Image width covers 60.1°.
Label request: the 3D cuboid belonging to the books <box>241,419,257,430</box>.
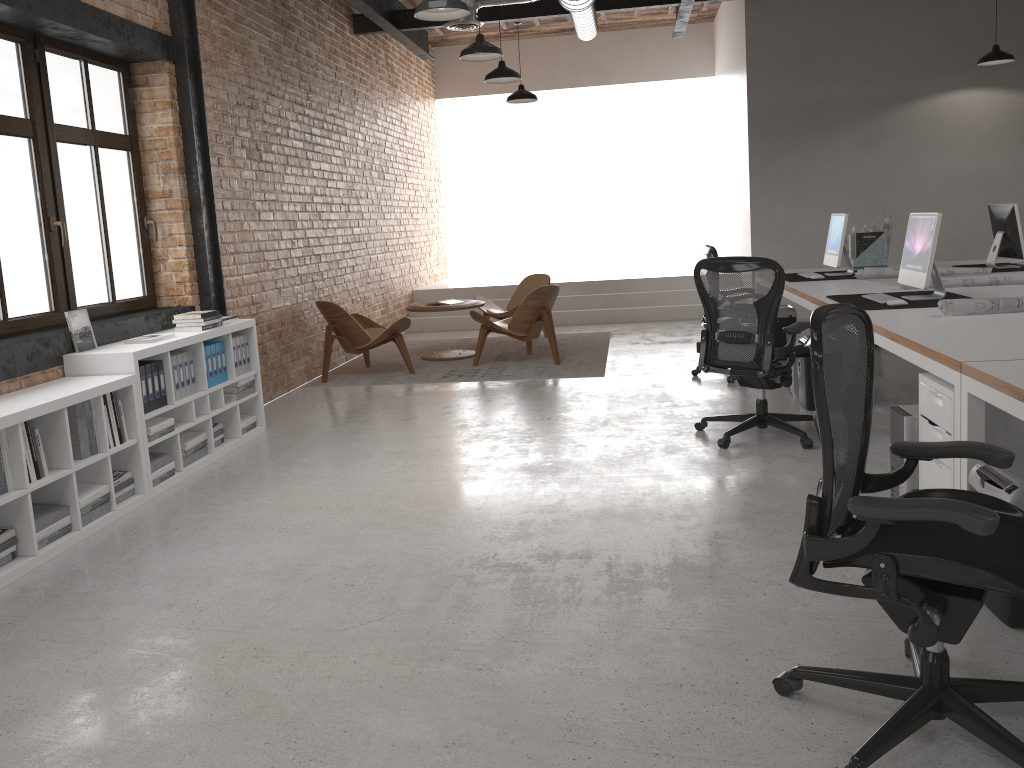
[{"bbox_3d":[-1.906,0.273,6.060,0.219,0.034,0.262,-2,10,8],"label":"books"}]

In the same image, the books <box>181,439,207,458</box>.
[{"bbox_3d":[-1.999,0.380,5.339,0.206,0.066,0.277,-2,10,8],"label":"books"}]

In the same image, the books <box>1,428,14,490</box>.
[{"bbox_3d":[-2.269,0.325,3.799,0.259,0.303,0.041,-2,8,13],"label":"books"}]

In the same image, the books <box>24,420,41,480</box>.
[{"bbox_3d":[-2.243,0.275,3.930,0.271,0.352,0.063,-2,8,13],"label":"books"}]

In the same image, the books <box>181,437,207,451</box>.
[{"bbox_3d":[-2.002,0.353,5.344,0.219,0.039,0.262,-2,10,8],"label":"books"}]

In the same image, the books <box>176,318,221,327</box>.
[{"bbox_3d":[-1.998,-0.393,5.647,0.191,0.022,0.244,-2,10,6],"label":"books"}]

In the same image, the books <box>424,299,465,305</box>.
[{"bbox_3d":[-0.703,-0.860,9.246,0.350,0.034,0.258,3,12,33],"label":"books"}]

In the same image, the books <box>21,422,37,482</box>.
[{"bbox_3d":[-2.247,0.281,3.901,0.259,0.350,0.071,-2,8,13],"label":"books"}]

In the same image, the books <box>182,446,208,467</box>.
[{"bbox_3d":[-2.003,0.432,5.339,0.217,0.071,0.292,-2,10,8],"label":"books"}]

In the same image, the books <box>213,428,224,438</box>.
[{"bbox_3d":[-2.001,0.327,5.644,0.222,0.055,0.284,-2,10,8],"label":"books"}]

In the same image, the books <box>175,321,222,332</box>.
[{"bbox_3d":[-2.002,-0.367,5.660,0.191,0.032,0.260,-2,10,10],"label":"books"}]

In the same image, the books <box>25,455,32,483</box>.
[{"bbox_3d":[-2.249,0.284,3.877,0.258,0.352,0.050,-2,8,13],"label":"books"}]

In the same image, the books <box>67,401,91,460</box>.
[{"bbox_3d":[-2.193,0.207,4.294,0.259,0.349,0.065,-2,8,13],"label":"books"}]

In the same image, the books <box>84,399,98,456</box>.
[{"bbox_3d":[-2.176,0.204,4.354,0.249,0.331,0.060,-2,8,13],"label":"books"}]

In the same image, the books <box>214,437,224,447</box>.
[{"bbox_3d":[-1.982,0.383,5.648,0.184,0.049,0.263,-2,10,8],"label":"books"}]

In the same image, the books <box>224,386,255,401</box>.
[{"bbox_3d":[-1.906,0.060,6.014,0.217,0.071,0.292,-2,10,8],"label":"books"}]

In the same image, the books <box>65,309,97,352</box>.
[{"bbox_3d":[-2.353,-0.294,4.838,0.065,0.222,0.162,-3,9,8],"label":"books"}]

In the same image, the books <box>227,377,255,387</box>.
[{"bbox_3d":[-1.905,-0.019,6.018,0.219,0.039,0.262,-2,10,8],"label":"books"}]

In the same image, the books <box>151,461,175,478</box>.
[{"bbox_3d":[-2.036,0.470,4.917,0.214,0.046,0.253,-2,10,8],"label":"books"}]

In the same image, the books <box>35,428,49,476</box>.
[{"bbox_3d":[-2.207,0.318,3.999,0.197,0.238,0.059,-2,8,13],"label":"books"}]

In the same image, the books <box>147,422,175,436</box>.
[{"bbox_3d":[-2.045,0.244,4.931,0.219,0.034,0.262,-2,10,8],"label":"books"}]

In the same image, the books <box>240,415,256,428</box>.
[{"bbox_3d":[-1.905,0.254,6.062,0.214,0.046,0.253,-2,10,8],"label":"books"}]

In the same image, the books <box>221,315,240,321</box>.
[{"bbox_3d":[-1.972,-0.435,5.925,0.202,0.011,0.253,-2,10,9],"label":"books"}]

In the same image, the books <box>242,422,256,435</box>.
[{"bbox_3d":[-1.902,0.300,6.055,0.206,0.061,0.276,-2,10,8],"label":"books"}]

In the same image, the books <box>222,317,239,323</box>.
[{"bbox_3d":[-1.965,-0.422,5.923,0.187,0.014,0.250,-2,10,6],"label":"books"}]

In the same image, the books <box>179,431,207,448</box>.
[{"bbox_3d":[-2.002,0.334,5.345,0.214,0.051,0.254,-2,10,8],"label":"books"}]

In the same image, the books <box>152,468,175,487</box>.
[{"bbox_3d":[-2.033,0.516,4.910,0.206,0.061,0.276,-2,10,8],"label":"books"}]

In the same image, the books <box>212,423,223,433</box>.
[{"bbox_3d":[-1.996,0.290,5.663,0.199,0.054,0.241,-2,10,8],"label":"books"}]

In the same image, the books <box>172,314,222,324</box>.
[{"bbox_3d":[-2.007,-0.416,5.654,0.211,0.022,0.260,-2,10,8],"label":"books"}]

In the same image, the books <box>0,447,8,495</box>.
[{"bbox_3d":[-2.274,0.321,3.743,0.249,0.331,0.060,-2,8,13],"label":"books"}]

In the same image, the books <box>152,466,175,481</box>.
[{"bbox_3d":[-2.037,0.489,4.915,0.219,0.034,0.262,-2,10,8],"label":"books"}]

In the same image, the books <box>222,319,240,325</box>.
[{"bbox_3d":[-1.962,-0.409,5.929,0.187,0.014,0.255,-2,10,8],"label":"books"}]

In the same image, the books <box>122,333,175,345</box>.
[{"bbox_3d":[-2.111,-0.262,5.148,0.174,0.021,0.275,-2,10,8],"label":"books"}]

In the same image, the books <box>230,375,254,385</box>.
[{"bbox_3d":[-1.905,-0.037,6.020,0.214,0.051,0.254,-2,10,8],"label":"books"}]

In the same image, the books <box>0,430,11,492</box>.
[{"bbox_3d":[-2.274,0.324,3.776,0.265,0.312,0.025,-2,8,13],"label":"books"}]

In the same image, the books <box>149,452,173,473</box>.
[{"bbox_3d":[-2.045,0.438,4.895,0.217,0.077,0.293,-2,10,8],"label":"books"}]

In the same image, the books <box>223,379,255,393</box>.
[{"bbox_3d":[-1.901,0.009,6.014,0.206,0.066,0.277,-2,10,8],"label":"books"}]

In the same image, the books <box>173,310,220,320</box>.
[{"bbox_3d":[-2.007,-0.440,5.641,0.190,0.028,0.241,-2,10,10],"label":"books"}]

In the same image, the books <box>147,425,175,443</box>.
[{"bbox_3d":[-2.042,0.271,4.926,0.206,0.061,0.276,-2,10,8],"label":"books"}]

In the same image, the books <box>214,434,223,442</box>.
[{"bbox_3d":[-1.974,0.352,5.657,0.163,0.047,0.241,-2,10,8],"label":"books"}]

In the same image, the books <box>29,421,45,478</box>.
[{"bbox_3d":[-2.217,0.303,3.963,0.221,0.281,0.061,-2,8,13],"label":"books"}]

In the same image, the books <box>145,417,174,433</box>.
[{"bbox_3d":[-2.045,0.225,4.933,0.214,0.046,0.253,-2,10,8],"label":"books"}]
